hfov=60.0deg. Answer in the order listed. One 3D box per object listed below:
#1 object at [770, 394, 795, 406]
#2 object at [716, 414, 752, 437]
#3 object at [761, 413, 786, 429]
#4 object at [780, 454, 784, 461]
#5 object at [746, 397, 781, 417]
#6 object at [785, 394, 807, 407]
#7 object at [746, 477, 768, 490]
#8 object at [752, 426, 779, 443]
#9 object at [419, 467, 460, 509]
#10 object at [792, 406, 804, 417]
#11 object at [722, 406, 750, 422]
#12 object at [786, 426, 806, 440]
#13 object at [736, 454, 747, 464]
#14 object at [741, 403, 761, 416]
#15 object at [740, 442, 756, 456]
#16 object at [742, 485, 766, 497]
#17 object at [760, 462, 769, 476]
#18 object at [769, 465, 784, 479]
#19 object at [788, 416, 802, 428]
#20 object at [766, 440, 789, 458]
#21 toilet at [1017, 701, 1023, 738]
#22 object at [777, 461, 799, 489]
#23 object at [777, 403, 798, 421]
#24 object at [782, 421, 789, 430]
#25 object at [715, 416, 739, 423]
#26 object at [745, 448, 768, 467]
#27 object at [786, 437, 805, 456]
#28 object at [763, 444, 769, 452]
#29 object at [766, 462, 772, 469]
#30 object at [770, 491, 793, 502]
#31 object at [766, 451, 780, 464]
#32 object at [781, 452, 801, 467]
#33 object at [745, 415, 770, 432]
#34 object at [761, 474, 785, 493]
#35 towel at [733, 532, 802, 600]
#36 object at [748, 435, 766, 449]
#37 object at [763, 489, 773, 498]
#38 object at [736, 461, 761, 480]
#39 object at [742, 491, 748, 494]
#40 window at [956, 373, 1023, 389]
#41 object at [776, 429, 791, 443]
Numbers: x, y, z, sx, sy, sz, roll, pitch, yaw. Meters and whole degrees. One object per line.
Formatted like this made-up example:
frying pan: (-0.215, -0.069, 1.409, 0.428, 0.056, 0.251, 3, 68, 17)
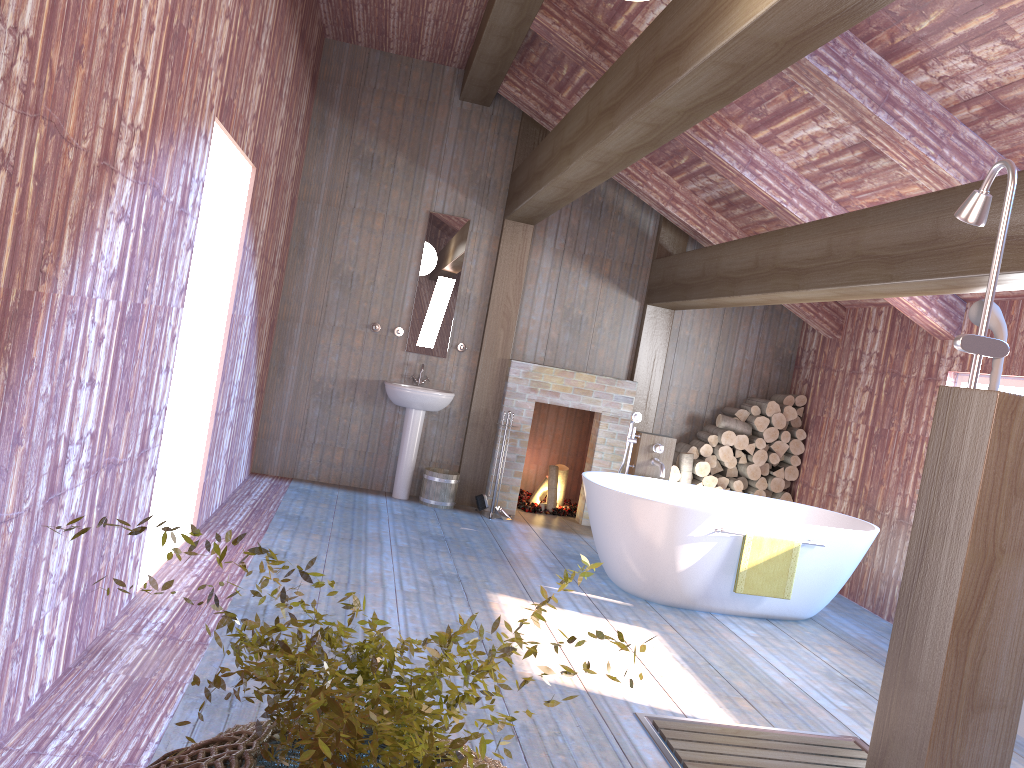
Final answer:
object: (2.392, 0.149, 7.850, 0.104, 0.121, 0.270, 10, 2, -8)
object: (1.913, 0.358, 7.647, 0.302, 0.157, 0.121, 10, 2, -9)
object: (2.243, 0.301, 7.801, 0.141, 0.143, 0.437, 10, 2, -11)
object: (2.342, 0.633, 7.881, 0.088, 0.092, 0.280, 10, 2, -9)
object: (2.206, 0.201, 7.807, 0.135, 0.139, 0.456, 10, 2, -8)
object: (2.499, 0.143, 7.868, 0.112, 0.113, 0.271, 10, 2, -9)
object: (2.126, 0.848, 7.789, 0.114, 0.113, 0.301, 10, 2, -12)
object: (2.180, 0.428, 7.798, 0.143, 0.151, 0.440, 10, 2, -9)
object: (-0.604, 0.868, 7.390, 0.309, 0.290, 0.308, 10, 2, 1)
object: (2.486, 0.227, 7.887, 0.081, 0.100, 0.281, 10, 2, -10)
object: (1.975, 0.271, 7.853, 0.140, 0.121, 0.319, 10, 2, -8)
object: (2.454, 0.418, 7.841, 0.102, 0.109, 0.438, 10, 2, -9)
object: (1.979, 0.636, 7.781, 0.085, 0.096, 0.280, 10, 2, -9)
object: (2.088, 0.222, 7.759, 0.094, 0.097, 0.227, 10, 2, -9)
object: (1.991, 0.547, 7.771, 0.109, 0.124, 0.424, 10, 2, -10)
object: (2.109, 0.954, 7.789, 0.116, 0.117, 0.289, 10, 2, -12)
object: (2.146, 0.722, 7.796, 0.111, 0.118, 0.302, 10, 2, -10)
object: (2.267, 0.743, 7.831, 0.115, 0.112, 0.423, 10, 2, -9)
object: (2.463, 0.322, 7.873, 0.107, 0.115, 0.269, 10, 2, -8)
object: (2.262, 0.547, 7.847, 0.172, 0.151, 0.482, 10, 2, -8)
toilet: (2.527, 1.482, 4.175, 0.534, 0.400, 0.375, 10, 2, -9)
object: (2.368, 0.807, 7.861, 0.137, 0.256, 0.439, 10, 2, -9)
object: (2.358, 0.243, 7.836, 0.133, 0.142, 0.456, 10, 2, -8)
object: (2.339, 0.354, 7.921, 0.132, 0.119, 0.319, 10, 2, -8)
object: (1.908, 0.345, 7.845, 0.113, 0.130, 0.291, 10, 2, -9)
object: (2.089, 0.622, 7.795, 0.136, 0.157, 0.439, 10, 2, -9)
object: (2.421, 0.527, 7.846, 0.147, 0.152, 0.439, 10, 2, -9)
object: (2.158, 0.553, 7.779, 0.095, 0.090, 0.278, 10, 2, -8)
object: (2.218, 0.707, 7.808, 0.065, 0.069, 0.177, 10, 2, -10)
object: (2.323, 0.988, 7.876, 0.139, 0.137, 0.455, 10, 2, -11)
object: (2.218, 0.623, 7.814, 0.102, 0.109, 0.438, 10, 2, -9)
object: (2.410, 0.646, 7.848, 0.102, 0.109, 0.438, 10, 2, -9)
object: (2.098, 0.323, 7.796, 0.139, 0.148, 0.458, 10, 2, -9)
object: (2.244, 0.857, 7.842, 0.137, 0.133, 0.437, 10, 2, -11)
towel: (1.507, 1.074, 5.229, 0.370, 0.361, 0.032, 10, 2, -13)
object: (2.091, 0.492, 7.783, 0.102, 0.109, 0.438, 10, 2, -9)
object: (2.199, 0.965, 7.935, 0.118, 0.106, 0.319, 10, 2, -12)
object: (2.025, 0.737, 7.791, 0.141, 0.143, 0.437, 10, 2, -11)
object: (2.006, 0.992, 7.802, 0.115, 0.112, 0.423, 10, 2, -9)
window: (3.035, 0.252, 5.311, 0.054, 0.587, 1.255, 10, 2, -9)
object: (2.319, 0.439, 7.819, 0.089, 0.106, 0.437, 10, 2, -8)
